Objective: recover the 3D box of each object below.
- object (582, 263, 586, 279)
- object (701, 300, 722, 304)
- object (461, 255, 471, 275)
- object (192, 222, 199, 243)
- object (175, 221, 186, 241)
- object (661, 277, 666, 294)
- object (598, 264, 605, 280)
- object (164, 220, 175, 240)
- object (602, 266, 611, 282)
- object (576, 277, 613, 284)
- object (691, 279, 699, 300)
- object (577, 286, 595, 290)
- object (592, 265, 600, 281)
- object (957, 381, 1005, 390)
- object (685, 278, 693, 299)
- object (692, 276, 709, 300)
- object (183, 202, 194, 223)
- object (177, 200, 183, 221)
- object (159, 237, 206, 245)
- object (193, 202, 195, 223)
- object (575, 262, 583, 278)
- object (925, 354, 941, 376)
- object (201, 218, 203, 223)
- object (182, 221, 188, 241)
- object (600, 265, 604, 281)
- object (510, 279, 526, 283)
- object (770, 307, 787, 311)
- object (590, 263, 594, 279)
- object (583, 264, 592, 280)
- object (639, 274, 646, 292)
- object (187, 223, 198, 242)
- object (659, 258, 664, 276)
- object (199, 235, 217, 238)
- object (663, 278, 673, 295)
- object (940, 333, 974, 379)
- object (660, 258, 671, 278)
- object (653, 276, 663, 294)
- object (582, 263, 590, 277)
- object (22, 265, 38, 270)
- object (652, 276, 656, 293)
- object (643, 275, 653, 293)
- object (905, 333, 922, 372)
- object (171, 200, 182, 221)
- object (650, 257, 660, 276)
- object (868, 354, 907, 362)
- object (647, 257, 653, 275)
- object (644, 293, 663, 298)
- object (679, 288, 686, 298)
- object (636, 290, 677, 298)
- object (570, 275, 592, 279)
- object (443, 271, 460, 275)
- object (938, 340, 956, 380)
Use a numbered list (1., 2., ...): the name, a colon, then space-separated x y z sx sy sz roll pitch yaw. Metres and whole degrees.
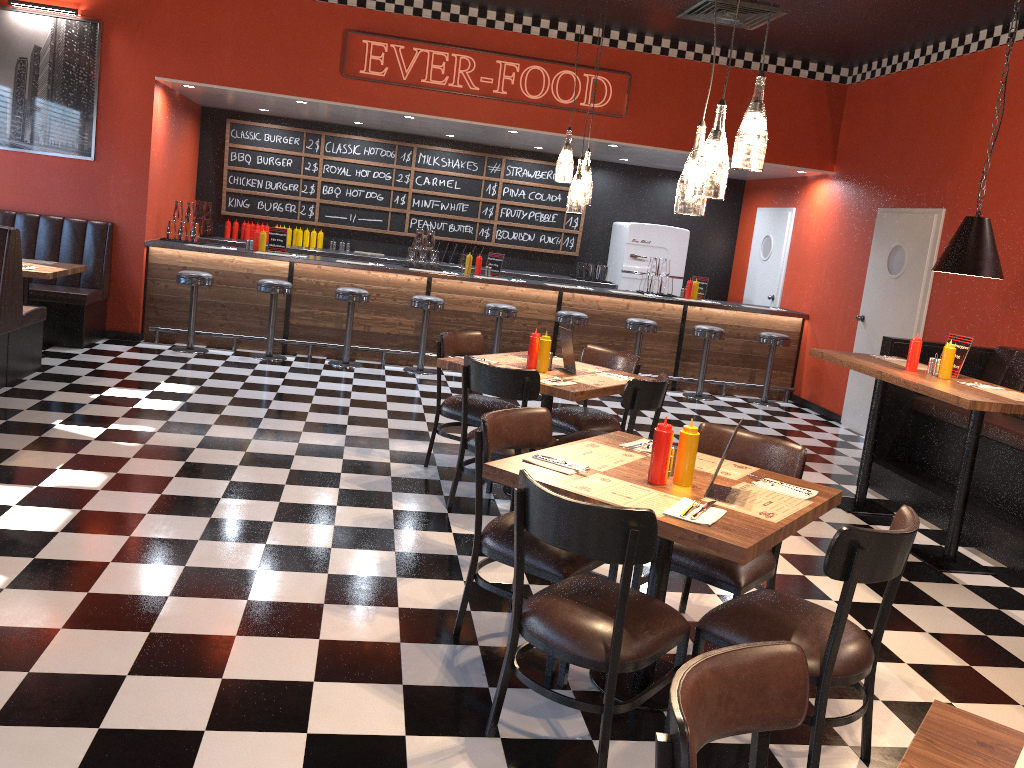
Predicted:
1. object: 0.947 -1.430 11.304 0.106 0.207 0.105 13 10 35
2. object: 2.220 -0.924 9.912 0.157 0.019 0.257 4 11 -15
3. object: -0.502 -1.281 9.514 0.106 0.207 0.105 13 10 35
4. object: -3.327 -1.585 9.279 0.105 0.207 0.106 3 9 -25
5. object: -3.420 -1.573 9.153 0.105 0.207 0.106 3 9 -25
6. object: 1.743 -1.122 10.137 0.106 0.207 0.105 13 10 35
7. object: 1.157 -1.450 11.560 0.106 0.207 0.105 13 10 35
8. object: -3.528 -1.585 9.145 0.105 0.207 0.106 3 9 -25
9. object: 1.195 -1.386 11.234 0.106 0.207 0.105 13 10 35
10. object: 1.051 -1.320 11.304 0.436 0.018 0.275 5 10 -10
11. object: 2.077 -1.077 10.039 0.068 0.236 0.068 0 10 -40
12. object: 0.799 -1.048 9.639 0.157 0.019 0.257 5 10 -9
13. object: 1.062 -1.408 11.264 0.106 0.207 0.105 13 10 35
14. object: 2.708 0.003 5.142 0.255 0.019 0.158 5 10 -13
15. object: 1.999 -1.077 9.988 0.068 0.236 0.068 10 9 21
16. object: 2.140 -1.102 10.166 0.189 0.255 0.072 11 9 25
17. object: -3.336 -1.772 9.133 0.105 0.207 0.106 3 9 -25
18. object: -3.471 -1.803 9.213 0.105 0.207 0.106 3 9 -25
19. object: -3.425 -1.489 9.227 0.436 0.018 0.275 5 10 -10
20. object: -3.358 -1.794 9.242 0.105 0.207 0.106 3 9 -25
21. object: 0.879 -1.493 11.606 0.106 0.207 0.105 13 10 35
22. object: 2.581 -0.119 5.407 0.046 0.135 0.094 4 9 -19
23. object: -3.804 -1.922 10.810 0.105 0.207 0.106 3 9 -25
24. object: -3.443 -1.595 9.258 0.105 0.207 0.106 3 9 -25
25. object: 1.171 -1.410 11.345 0.106 0.207 0.105 13 10 35
26. object: 0.067 -1.108 9.478 0.157 0.019 0.256 8 10 6
27. object: 3.017 -0.851 10.046 0.157 0.019 0.257 7 10 0
28. object: 1.016 -1.482 11.639 0.106 0.207 0.105 13 10 35
29. object: 0.952 -1.409 11.197 0.106 0.207 0.105 13 10 35
30. object: 1.512 -1.145 10.109 0.106 0.207 0.105 13 10 35
31. object: -3.298 -1.561 9.166 0.105 0.207 0.106 3 9 -25
32. object: 1.712 -1.331 10.100 0.106 0.207 0.105 13 10 35
33. object: -3.747 -1.798 10.709 0.272 0.018 0.440 5 10 -10
34. object: 1.772 -1.098 10.024 0.106 0.207 0.105 13 10 35
35. object: 2.720 -0.174 5.456 0.072 0.255 0.189 4 9 -18
36. object: 1.734 -1.309 9.992 0.106 0.207 0.105 13 10 35
37. object: 1.650 -1.110 10.011 0.106 0.207 0.105 13 10 35
38. object: 0.957 -1.466 11.513 0.106 0.207 0.105 13 10 35
39. object: -3.952 -0.952 7.186 0.157 0.019 0.257 5 10 -11
40. object: 1.627 -1.132 10.117 0.106 0.207 0.105 13 10 35
41. object: 1.542 -1.122 10.003 0.106 0.207 0.105 13 10 35
42. object: 2.485 -0.196 5.472 0.068 0.236 0.068 1 10 -35
43. object: -3.453 -1.785 9.125 0.105 0.207 0.106 3 9 -25
44. object: 1.617 -1.322 9.984 0.106 0.207 0.105 13 10 35
45. object: 2.571 -0.184 6.082 0.255 0.019 0.158 5 10 -13
46. object: 1.599 -1.340 10.072 0.106 0.207 0.105 13 10 35
47. object: 1.554 -0.980 9.771 0.157 0.019 0.257 4 11 -14
48. object: 1.963 -1.046 10.086 0.093 0.135 0.047 5 8 -15
49. object: 1.645 -1.026 10.086 0.436 0.018 0.275 5 10 -10
50. object: 0.998 -1.380 11.599 0.436 0.018 0.275 5 10 -10
51. object: -0.647 -1.178 9.383 0.157 0.019 0.257 4 11 -14
52. object: 2.600 -0.148 5.285 0.068 0.236 0.068 1 10 -35
